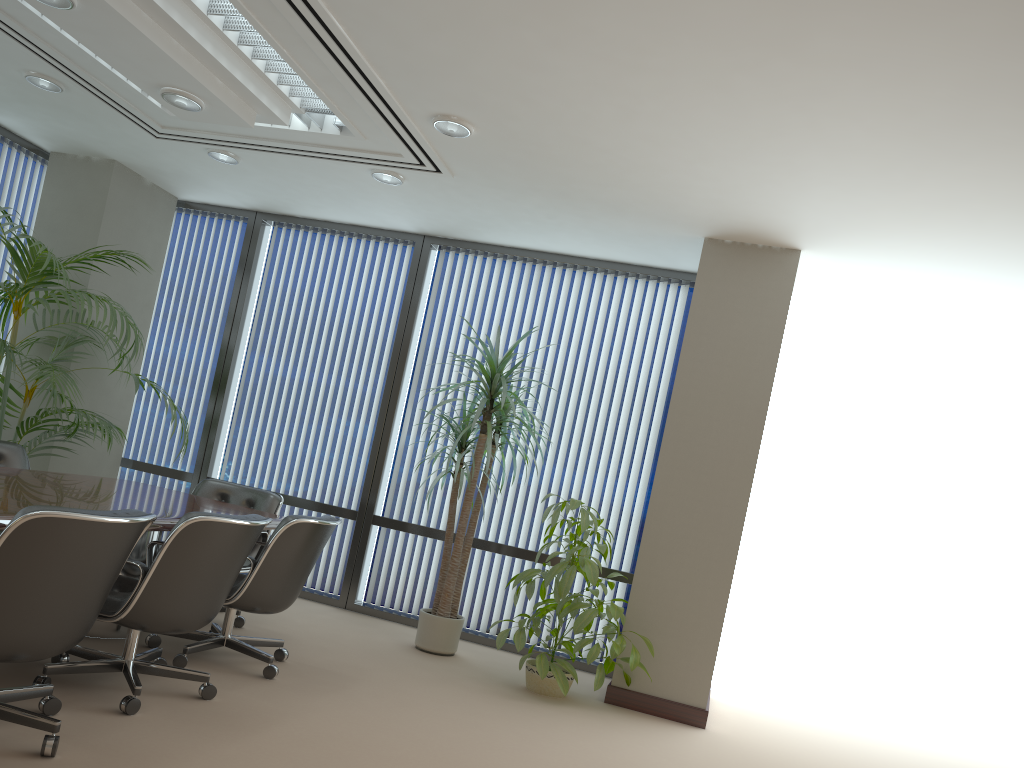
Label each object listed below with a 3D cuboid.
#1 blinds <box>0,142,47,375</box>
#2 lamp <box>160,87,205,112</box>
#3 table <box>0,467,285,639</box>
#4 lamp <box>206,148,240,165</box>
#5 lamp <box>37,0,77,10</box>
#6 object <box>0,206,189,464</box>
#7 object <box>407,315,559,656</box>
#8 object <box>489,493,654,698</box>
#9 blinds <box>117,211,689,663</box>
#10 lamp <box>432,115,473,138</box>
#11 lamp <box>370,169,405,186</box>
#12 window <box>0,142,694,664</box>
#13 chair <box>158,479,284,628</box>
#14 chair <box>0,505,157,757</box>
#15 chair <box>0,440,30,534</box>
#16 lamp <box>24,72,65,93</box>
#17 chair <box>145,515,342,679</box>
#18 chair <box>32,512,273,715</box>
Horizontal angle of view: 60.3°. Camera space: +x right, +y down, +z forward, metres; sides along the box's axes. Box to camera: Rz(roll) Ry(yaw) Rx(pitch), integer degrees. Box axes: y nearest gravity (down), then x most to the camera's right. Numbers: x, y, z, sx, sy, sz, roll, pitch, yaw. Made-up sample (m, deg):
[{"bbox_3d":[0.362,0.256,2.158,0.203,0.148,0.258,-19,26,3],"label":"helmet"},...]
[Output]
[{"bbox_3d":[-4.460,-0.641,5.268,0.031,2.895,4.948,12,-5,15],"label":"blinds"},{"bbox_3d":[-1.729,-1.482,4.619,0.223,0.035,0.228,7,-8,39],"label":"lamp"},{"bbox_3d":[-2.469,0.771,3.692,1.499,0.746,4.114,10,-7,15],"label":"table"},{"bbox_3d":[-1.983,-1.557,6.059,0.223,0.035,0.228,9,-7,25],"label":"lamp"},{"bbox_3d":[-1.950,-1.637,3.703,0.223,0.035,0.228,7,-8,39],"label":"lamp"},{"bbox_3d":[-3.432,-0.045,6.018,2.069,2.472,2.196,10,-4,35],"label":"object"},{"bbox_3d":[-0.270,0.726,6.078,1.021,2.308,1.030,12,-2,-10],"label":"object"},{"bbox_3d":[0.401,1.392,5.563,0.985,1.309,0.854,13,-3,-15],"label":"object"},{"bbox_3d":[-1.308,0.251,7.184,4.904,2.903,0.051,11,-1,14],"label":"blinds"},{"bbox_3d":[-0.318,-1.366,4.701,0.223,0.035,0.228,7,-8,39],"label":"lamp"},{"bbox_3d":[-0.815,-1.345,5.762,0.225,0.035,0.227,11,-6,4],"label":"lamp"},{"bbox_3d":[-2.877,-0.181,6.266,7.454,2.904,3.511,15,-5,-30],"label":"window"},{"bbox_3d":[-1.960,1.052,5.624,0.755,0.856,0.861,11,-4,15],"label":"chair"},{"bbox_3d":[-1.780,0.786,3.055,0.848,0.856,0.766,11,-3,15],"label":"chair"},{"bbox_3d":[-2.933,0.784,5.095,0.847,0.856,0.767,11,-4,20],"label":"chair"},{"bbox_3d":[-2.833,-1.821,5.341,0.223,0.035,0.228,7,-8,39],"label":"lamp"},{"bbox_3d":[-1.426,1.054,4.688,0.849,0.856,0.740,11,-3,10],"label":"chair"},{"bbox_3d":[-2.376,0.781,4.080,2.514,0.856,0.766,10,-4,14],"label":"chair"}]
